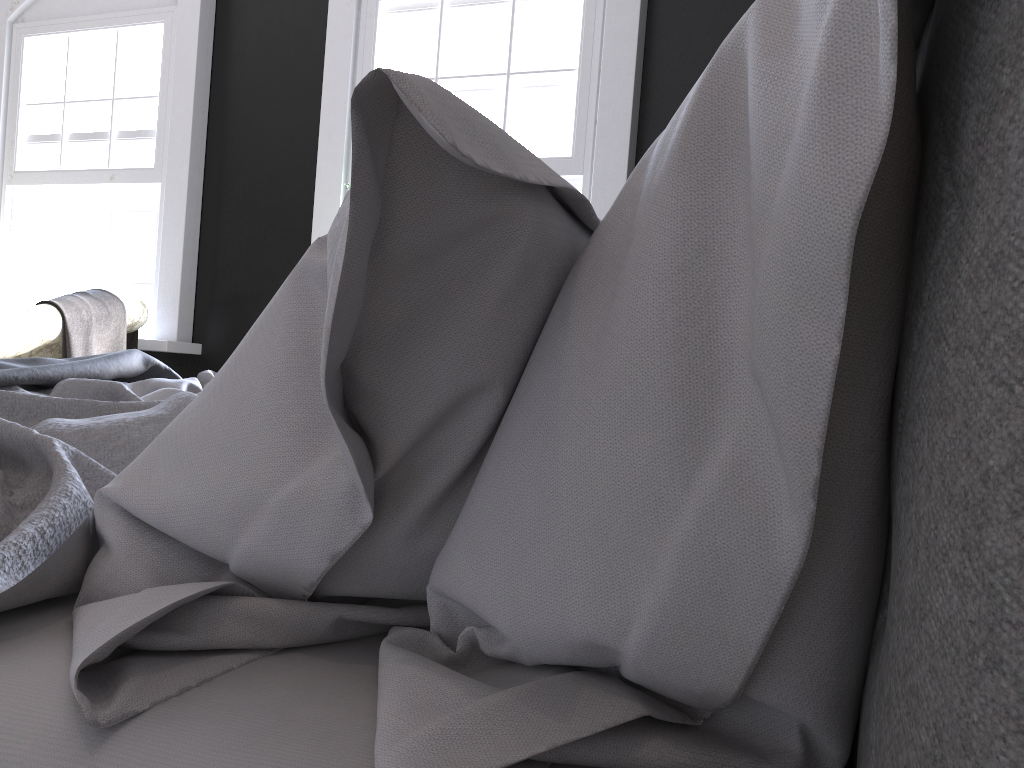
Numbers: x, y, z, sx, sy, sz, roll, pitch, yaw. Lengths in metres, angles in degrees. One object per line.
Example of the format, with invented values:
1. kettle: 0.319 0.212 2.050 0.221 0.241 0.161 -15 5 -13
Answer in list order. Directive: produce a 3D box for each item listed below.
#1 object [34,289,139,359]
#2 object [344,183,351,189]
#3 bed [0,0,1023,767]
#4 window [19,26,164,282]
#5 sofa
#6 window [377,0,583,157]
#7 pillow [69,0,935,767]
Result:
1. object: -2.336 -0.214 4.833 0.517 0.585 1.366 4 0 -19
2. object: -0.733 -0.727 4.865 0.506 1.134 0.474 4 1 -28
3. bed: -0.829 0.088 1.750 3.282 1.298 2.766 4 0 10
4. window: -2.798 -1.501 5.864 1.262 1.672 0.056 5 1 22
5. sofa: -3.286 0.001 5.102 2.811 1.161 1.606 4 0 23
6. window: -0.207 -1.631 4.826 1.262 1.017 0.056 5 1 22
7. pillow: 0.191 -0.020 1.279 0.680 0.760 1.831 5 0 22
